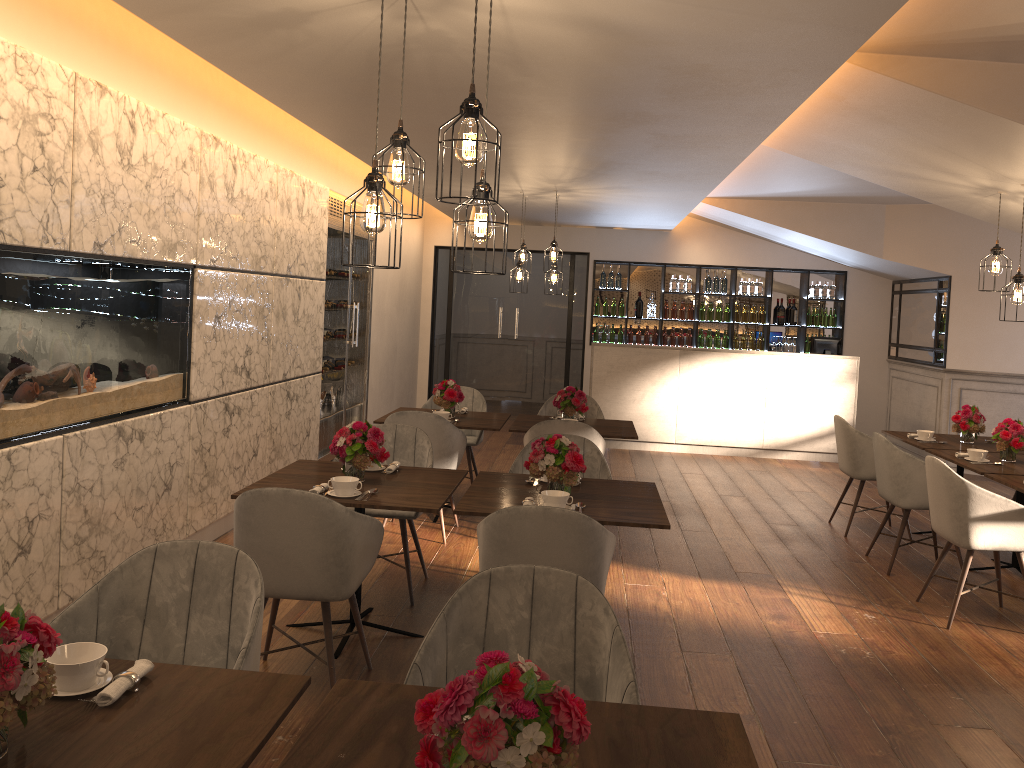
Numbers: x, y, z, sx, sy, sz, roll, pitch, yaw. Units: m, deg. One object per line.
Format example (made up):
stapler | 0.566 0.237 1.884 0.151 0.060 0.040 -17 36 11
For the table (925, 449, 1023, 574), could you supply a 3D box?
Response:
table | 3.284 0.876 5.735 0.896 0.719 0.899 3 4 5

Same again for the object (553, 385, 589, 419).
object | 0.423 0.148 6.571 0.234 0.301 0.306 0 4 -38

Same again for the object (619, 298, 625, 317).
object | 1.484 -1.030 11.917 0.065 0.261 0.066 2 2 -16

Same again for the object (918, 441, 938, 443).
object | 3.111 0.431 6.548 0.211 0.004 0.022 3 5 5

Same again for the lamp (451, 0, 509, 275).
lamp | -0.059 -1.391 2.854 0.175 2.067 0.175 3 2 6

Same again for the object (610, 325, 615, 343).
object | 1.357 -0.675 11.938 0.065 0.261 0.066 2 2 -16

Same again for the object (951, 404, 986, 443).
object | 3.404 0.287 6.613 0.305 0.301 0.235 0 4 -38

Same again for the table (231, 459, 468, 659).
table | -0.730 0.819 4.191 0.896 0.719 0.899 3 4 5

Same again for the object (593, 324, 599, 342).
object | 1.137 -0.688 11.958 0.065 0.261 0.066 2 2 -16

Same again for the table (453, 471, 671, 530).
table | 0.224 0.873 4.107 0.896 0.719 0.899 3 4 5

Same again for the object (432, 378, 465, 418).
object | -0.467 0.097 6.642 0.234 0.301 0.306 2 4 -20

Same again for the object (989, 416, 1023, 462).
object | 3.259 0.355 5.806 0.234 0.301 0.305 4 4 24

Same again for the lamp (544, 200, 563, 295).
lamp | 0.446 -1.891 8.483 0.175 2.067 0.175 3 2 6

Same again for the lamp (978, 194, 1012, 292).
lamp | 3.219 -1.639 5.786 0.175 2.067 0.175 3 2 6

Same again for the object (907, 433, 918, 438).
object | 3.102 0.396 6.741 0.175 0.039 0.056 3 4 5

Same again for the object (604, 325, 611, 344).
object | 1.101 -0.574 10.210 0.065 0.207 0.146 3 3 -4

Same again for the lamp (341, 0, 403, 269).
lamp | -0.394 -1.399 2.756 0.175 2.067 0.175 3 2 6

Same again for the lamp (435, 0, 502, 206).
lamp | -0.079 -1.556 2.520 0.175 2.067 0.175 3 2 6

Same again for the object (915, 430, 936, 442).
object | 3.093 0.389 6.627 0.148 0.072 0.149 -1 6 -42

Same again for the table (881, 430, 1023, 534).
table | 3.368 0.796 6.670 0.896 0.719 0.899 3 4 5

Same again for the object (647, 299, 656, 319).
object | 1.877 -1.017 11.880 0.108 0.281 0.108 1 3 -39

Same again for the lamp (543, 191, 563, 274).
lamp | 0.426 -2.056 8.150 0.175 2.067 0.175 3 2 6

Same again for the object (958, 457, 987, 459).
object | 3.029 0.482 5.814 0.192 0.024 0.025 3 4 5

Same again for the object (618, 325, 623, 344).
object | 1.467 -0.669 11.929 0.065 0.261 0.066 2 2 -16

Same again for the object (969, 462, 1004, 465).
object | 3.031 0.507 5.656 0.211 0.004 0.022 3 5 5

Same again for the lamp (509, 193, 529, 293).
lamp | 0.111 -1.898 8.386 0.175 2.067 0.175 3 2 6

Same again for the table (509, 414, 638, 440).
table | 0.445 0.662 6.574 0.896 0.719 0.899 3 4 5

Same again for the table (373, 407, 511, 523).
table | -0.510 0.608 6.658 0.896 0.719 0.899 3 4 5

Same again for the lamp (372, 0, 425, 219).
lamp | -0.355 -1.620 3.077 0.175 2.067 0.175 3 2 6

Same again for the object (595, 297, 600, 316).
object | 1.154 -1.049 11.946 0.065 0.261 0.066 2 2 -16

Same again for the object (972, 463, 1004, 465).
object | 3.021 0.504 5.621 0.197 0.015 0.043 3 5 1

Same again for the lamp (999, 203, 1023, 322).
lamp | 3.180 -1.418 5.465 0.175 2.067 0.175 3 2 6

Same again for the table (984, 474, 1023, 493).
table | 3.201 0.956 4.800 0.896 0.719 0.899 3 4 5

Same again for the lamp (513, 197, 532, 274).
lamp | 0.150 -2.119 8.707 0.175 2.067 0.175 3 2 6

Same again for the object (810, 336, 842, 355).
object | 3.607 -0.373 10.149 0.408 0.328 0.130 2 3 -17

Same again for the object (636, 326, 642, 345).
object | 1.709 -0.655 11.907 0.065 0.261 0.066 2 2 -16

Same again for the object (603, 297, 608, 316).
object | 1.264 -1.043 11.937 0.065 0.261 0.066 2 2 -16

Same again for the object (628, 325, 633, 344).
object | 1.599 -0.661 11.917 0.065 0.261 0.066 2 2 -16

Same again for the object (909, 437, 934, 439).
object | 3.109 0.406 6.706 0.192 0.024 0.025 3 4 5

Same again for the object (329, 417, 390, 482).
object | -0.732 0.307 4.166 0.305 0.301 0.234 5 4 27

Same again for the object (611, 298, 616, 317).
object | 1.374 -1.037 11.927 0.065 0.261 0.066 2 2 -16

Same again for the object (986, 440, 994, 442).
object | 3.691 0.438 6.724 0.197 0.015 0.043 3 5 1

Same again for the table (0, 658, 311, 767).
table | -0.961 1.038 1.624 0.896 0.719 0.899 3 4 5

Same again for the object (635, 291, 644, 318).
object | 1.713 -1.066 11.900 0.104 0.359 0.104 2 2 -23

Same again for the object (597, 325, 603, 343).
object | 1.015 -0.578 10.213 0.065 0.207 0.065 3 2 -4

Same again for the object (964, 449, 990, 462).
object | 3.014 0.465 5.735 0.148 0.072 0.149 -1 6 -42

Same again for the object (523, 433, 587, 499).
object | 0.210 0.364 4.055 0.306 0.301 0.234 5 4 38

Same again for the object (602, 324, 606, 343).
object | 1.247 -0.681 11.948 0.065 0.261 0.066 2 2 -16

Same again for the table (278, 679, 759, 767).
table | -0.006 1.092 1.540 0.896 0.719 0.899 3 4 5

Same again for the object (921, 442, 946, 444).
object | 3.101 0.428 6.513 0.197 0.015 0.043 3 5 1

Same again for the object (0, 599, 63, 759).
object | -0.965 0.527 1.602 0.234 0.301 0.306 3 4 7

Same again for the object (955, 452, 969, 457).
object | 3.023 0.472 5.849 0.175 0.039 0.056 3 4 5

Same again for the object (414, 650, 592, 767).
object | -0.020 0.583 1.489 0.305 0.301 0.235 2 3 -17
